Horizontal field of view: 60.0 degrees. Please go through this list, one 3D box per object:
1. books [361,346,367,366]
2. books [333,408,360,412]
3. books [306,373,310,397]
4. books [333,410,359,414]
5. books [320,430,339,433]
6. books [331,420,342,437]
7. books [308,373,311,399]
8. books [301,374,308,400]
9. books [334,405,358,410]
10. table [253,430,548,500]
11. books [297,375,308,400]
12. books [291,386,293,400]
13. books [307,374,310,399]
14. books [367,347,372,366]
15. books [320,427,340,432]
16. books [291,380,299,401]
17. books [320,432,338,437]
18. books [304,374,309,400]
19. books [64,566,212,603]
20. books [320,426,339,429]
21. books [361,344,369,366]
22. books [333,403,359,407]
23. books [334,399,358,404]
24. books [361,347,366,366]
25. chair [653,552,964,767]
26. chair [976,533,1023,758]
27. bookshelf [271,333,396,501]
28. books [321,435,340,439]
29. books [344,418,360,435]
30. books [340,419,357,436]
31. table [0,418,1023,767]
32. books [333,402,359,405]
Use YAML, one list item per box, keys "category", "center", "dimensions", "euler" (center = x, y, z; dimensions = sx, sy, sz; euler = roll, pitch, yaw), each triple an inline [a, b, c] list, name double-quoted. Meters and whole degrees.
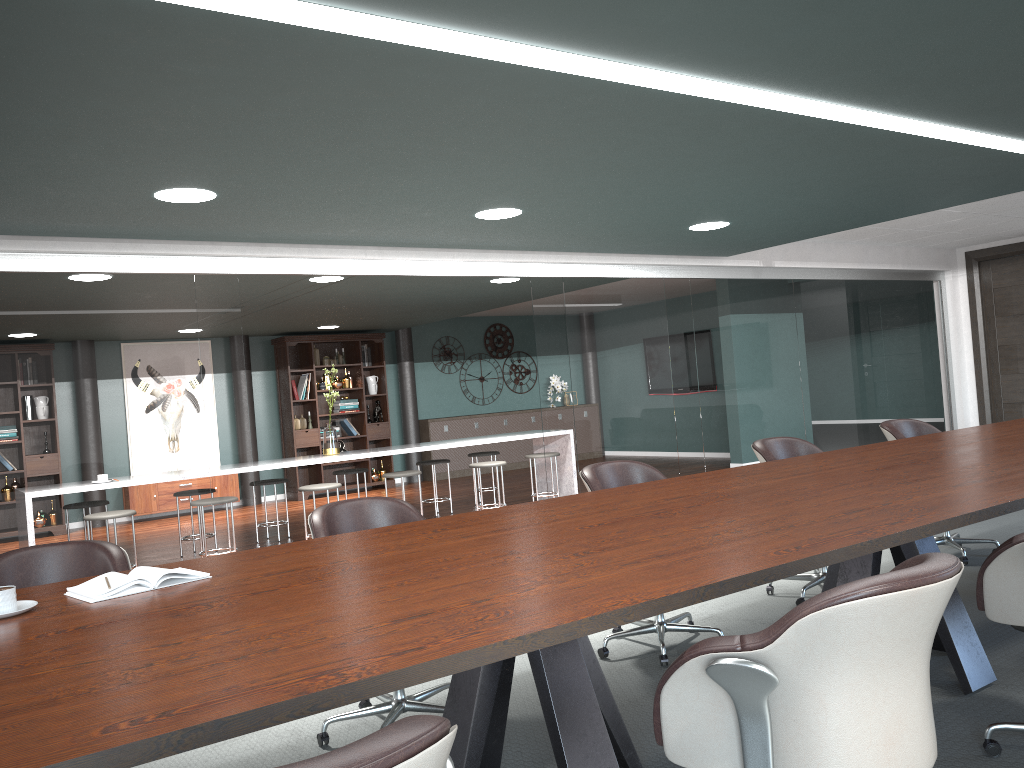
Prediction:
- category: "books"
  center: [-1.923, -0.349, 11.398]
  dimensions: [0.016, 0.268, 0.205]
  euler: [-4, -1, -35]
- category: "books"
  center: [-2.099, 0.331, 11.245]
  dimensions: [0.286, 0.027, 0.184]
  euler: [-4, -1, -35]
- category: "books"
  center: [-2.549, 0.033, 10.934]
  dimensions: [0.062, 0.322, 0.197]
  euler: [-4, -1, -35]
- category: "books"
  center: [-2.099, 0.354, 11.243]
  dimensions: [0.268, 0.016, 0.205]
  euler: [-4, -1, -35]
- category: "books"
  center: [-2.322, 0.598, 11.041]
  dimensions: [0.268, 0.016, 0.205]
  euler: [-4, -1, -35]
- category: "books"
  center: [-2.217, 0.563, 11.201]
  dimensions: [0.063, 0.214, 0.139]
  euler: [-4, -1, -35]
- category: "books"
  center: [-2.536, 0.032, 10.942]
  dimensions: [0.062, 0.322, 0.197]
  euler: [-4, -1, -35]
- category: "books"
  center: [-2.575, 0.038, 10.920]
  dimensions: [0.090, 0.316, 0.197]
  euler: [-4, -1, -35]
- category: "books"
  center: [-2.103, 0.296, 11.243]
  dimensions: [0.248, 0.042, 0.194]
  euler: [-4, -1, -35]
- category: "table"
  center: [-1.444, 0.934, 7.329]
  dimensions: [4.577, 0.699, 0.609]
  euler: [-4, -1, -35]
- category: "books"
  center: [-2.597, 0.049, 10.910]
  dimensions: [0.115, 0.296, 0.210]
  euler: [-4, -1, -35]
- category: "books"
  center: [-2.737, 0.085, 10.807]
  dimensions: [0.042, 0.248, 0.194]
  euler: [-4, -1, -35]
- category: "books"
  center: [-2.545, 0.039, 10.939]
  dimensions: [0.063, 0.309, 0.210]
  euler: [-4, -1, -35]
- category: "books"
  center: [-1.873, -0.342, 11.432]
  dimensions: [0.042, 0.248, 0.194]
  euler: [-4, -1, -35]
- category: "books"
  center: [-2.305, 0.568, 11.055]
  dimensions: [0.248, 0.042, 0.194]
  euler: [-4, -1, -35]
- category: "books"
  center: [-2.685, 0.080, 10.843]
  dimensions: [0.084, 0.252, 0.194]
  euler: [-4, -1, -35]
- category: "books"
  center: [-2.319, 0.628, 11.041]
  dimensions: [0.248, 0.042, 0.194]
  euler: [-4, -1, -35]
- category: "books"
  center: [-2.558, 0.040, 10.932]
  dimensions: [0.063, 0.309, 0.210]
  euler: [-4, -1, -35]
- category: "books"
  center: [-0.899, 0.470, 2.135]
  dimensions: [0.285, 0.032, 0.180]
  euler: [-4, -1, -44]
- category: "books"
  center: [-2.316, 0.540, 11.049]
  dimensions: [0.268, 0.016, 0.205]
  euler: [-4, -1, -35]
- category: "books"
  center: [-1.905, -0.359, 11.412]
  dimensions: [0.027, 0.286, 0.184]
  euler: [-4, -1, -35]
- category: "books"
  center: [-2.106, 0.266, 11.243]
  dimensions: [0.268, 0.016, 0.205]
  euler: [-4, -1, -35]
- category: "books"
  center: [-2.107, 0.222, 11.245]
  dimensions: [0.248, 0.042, 0.194]
  euler: [-4, -1, -35]
- category: "books"
  center: [-1.946, -0.336, 11.381]
  dimensions: [0.042, 0.248, 0.194]
  euler: [-4, -1, -35]
- category: "chair"
  center: [0.579, 0.689, 1.647]
  dimensions: [0.523, 0.761, 0.533]
  euler: [-5, -1, 31]
- category: "chair"
  center: [1.526, 0.618, 2.295]
  dimensions: [0.535, 0.761, 0.518]
  euler: [-4, -1, -29]
- category: "bookshelf"
  center: [-2.226, 0.385, 11.165]
  dimensions: [1.339, 1.984, 0.482]
  euler: [-4, -1, -35]
- category: "books"
  center: [-2.314, 0.663, 11.043]
  dimensions: [0.286, 0.027, 0.184]
  euler: [-4, -1, -35]
- category: "books"
  center: [-2.054, 0.545, 11.234]
  dimensions: [0.166, 0.228, 0.205]
  euler: [-4, -1, -35]
- category: "books"
  center: [-2.082, 0.549, 11.214]
  dimensions: [0.176, 0.227, 0.194]
  euler: [-4, -1, -35]
- category: "table"
  center: [0.667, 0.719, 2.699]
  dimensions: [6.694, 0.706, 1.374]
  euler: [-4, -1, -35]
- category: "books"
  center: [-2.107, 0.251, 11.237]
  dimensions: [0.268, 0.016, 0.205]
  euler: [-4, -1, -35]
